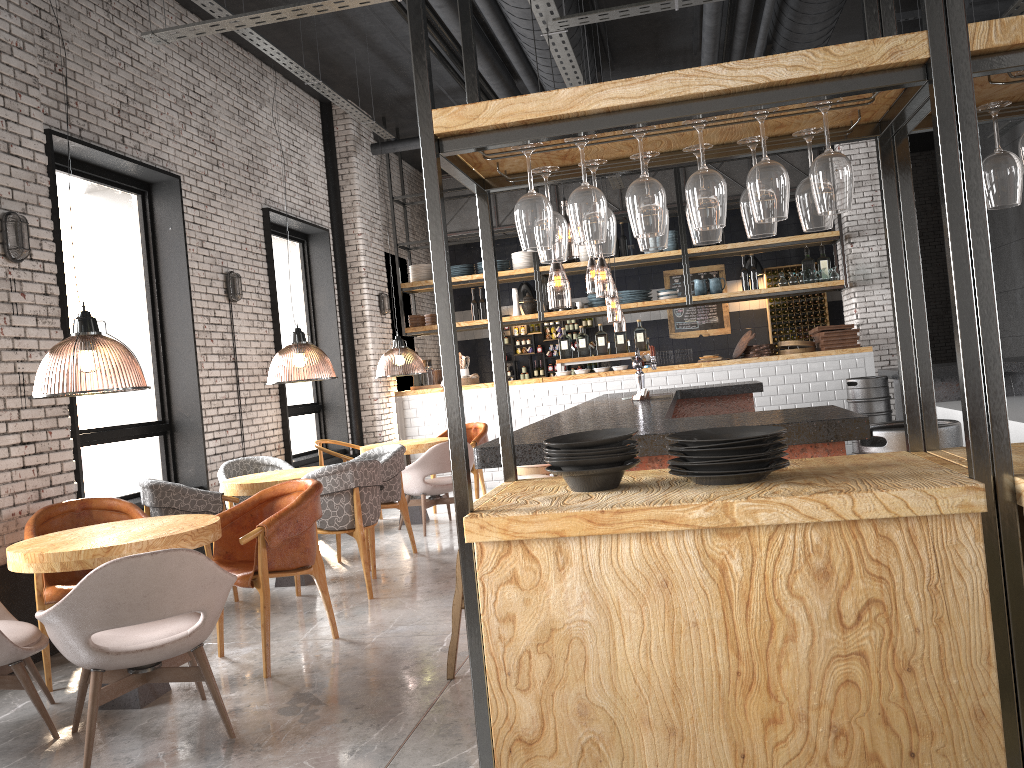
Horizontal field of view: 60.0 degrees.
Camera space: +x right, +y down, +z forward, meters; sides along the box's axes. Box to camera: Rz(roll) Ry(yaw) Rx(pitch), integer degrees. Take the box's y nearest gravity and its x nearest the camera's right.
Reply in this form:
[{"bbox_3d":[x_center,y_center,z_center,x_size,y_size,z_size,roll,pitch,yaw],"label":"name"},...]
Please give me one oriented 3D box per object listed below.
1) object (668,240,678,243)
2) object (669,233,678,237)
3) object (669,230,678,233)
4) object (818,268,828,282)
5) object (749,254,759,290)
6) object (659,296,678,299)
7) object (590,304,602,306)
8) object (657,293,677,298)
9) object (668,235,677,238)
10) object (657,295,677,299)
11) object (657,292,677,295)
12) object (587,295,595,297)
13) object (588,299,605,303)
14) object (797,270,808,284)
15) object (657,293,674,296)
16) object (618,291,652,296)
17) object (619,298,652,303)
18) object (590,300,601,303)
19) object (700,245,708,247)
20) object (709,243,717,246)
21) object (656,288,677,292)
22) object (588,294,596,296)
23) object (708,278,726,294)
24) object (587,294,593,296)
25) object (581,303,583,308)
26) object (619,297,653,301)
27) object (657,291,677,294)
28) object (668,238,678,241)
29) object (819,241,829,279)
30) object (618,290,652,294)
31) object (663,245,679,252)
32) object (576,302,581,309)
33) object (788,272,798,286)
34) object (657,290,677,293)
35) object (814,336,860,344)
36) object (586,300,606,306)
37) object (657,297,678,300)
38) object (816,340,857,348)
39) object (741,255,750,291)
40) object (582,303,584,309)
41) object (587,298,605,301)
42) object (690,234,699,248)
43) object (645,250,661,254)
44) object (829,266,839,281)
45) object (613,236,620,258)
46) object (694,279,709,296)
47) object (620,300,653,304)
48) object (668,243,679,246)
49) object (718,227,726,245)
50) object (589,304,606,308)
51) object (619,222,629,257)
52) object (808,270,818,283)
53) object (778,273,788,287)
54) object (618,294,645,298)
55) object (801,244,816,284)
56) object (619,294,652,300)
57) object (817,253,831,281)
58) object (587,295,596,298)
[{"bbox_3d":[2.035,-1.791,11.428,0.218,0.092,0.218,-6,0,1],"label":"object"},{"bbox_3d":[2.036,-1.888,11.430,0.218,0.096,0.218,-6,0,-5],"label":"object"},{"bbox_3d":[2.029,-1.919,11.433,0.218,0.091,0.218,-5,0,29],"label":"object"},{"bbox_3d":[3.847,-1.342,10.970,0.118,0.181,0.118,-6,0,-5],"label":"object"},{"bbox_3d":[3.068,-1.413,11.267,0.098,0.471,0.098,-6,-1,19],"label":"object"},{"bbox_3d":[2.011,-1.106,11.464,0.263,0.038,0.263,-5,1,27],"label":"object"},{"bbox_3d":[1.168,-1.027,11.633,0.335,0.046,0.334,-6,0,-3],"label":"object"},{"bbox_3d":[2.008,-1.135,11.466,0.265,0.038,0.265,-5,1,34],"label":"object"},{"bbox_3d":[2.030,-1.855,11.433,0.219,0.092,0.218,-6,0,-38],"label":"object"},{"bbox_3d":[2.009,-1.117,11.465,0.263,0.037,0.263,-6,0,-15],"label":"object"},{"bbox_3d":[2.006,-1.160,11.466,0.263,0.028,0.263,-5,1,38],"label":"object"},{"bbox_3d":[1.157,-1.147,11.638,0.334,0.052,0.334,-5,1,28],"label":"object"},{"bbox_3d":[1.162,-1.079,11.636,0.334,0.045,0.335,-5,0,8],"label":"object"},{"bbox_3d":[3.605,-1.318,10.986,0.118,0.181,0.118,-6,0,44],"label":"object"},{"bbox_3d":[2.008,-1.149,11.465,0.263,0.032,0.263,-6,1,-30],"label":"object"},{"bbox_3d":[1.597,-1.172,11.546,0.453,0.048,0.454,-5,1,38],"label":"object"},{"bbox_3d":[1.606,-1.078,11.546,0.454,0.042,0.454,-6,0,-14],"label":"object"},{"bbox_3d":[1.162,-1.066,11.636,0.333,0.052,0.335,-5,1,42],"label":"object"},{"bbox_3d":[2.417,-1.947,11.253,0.098,0.458,0.098,-6,-1,34],"label":"object"},{"bbox_3d":[2.526,-1.958,11.231,0.098,0.458,0.098,-5,-1,-11],"label":"object"},{"bbox_3d":[2.002,-1.199,11.466,0.265,0.037,0.265,-5,0,6],"label":"object"},{"bbox_3d":[1.155,-1.158,11.636,0.335,0.035,0.334,-6,0,-14],"label":"object"},{"bbox_3d":[2.610,-1.248,11.328,0.166,0.230,0.198,-5,0,-18],"label":"object"},{"bbox_3d":[1.153,-1.173,11.636,0.335,0.036,0.335,-6,0,1],"label":"object"},{"bbox_3d":[0.910,-1.020,11.701,0.072,0.097,0.072,-6,0,11],"label":"object"},{"bbox_3d":[1.606,-1.102,11.546,0.453,0.050,0.454,-5,1,32],"label":"object"},{"bbox_3d":[2.005,-1.170,11.466,0.263,0.029,0.263,-6,0,-12],"label":"object"},{"bbox_3d":[2.033,-1.823,11.432,0.219,0.092,0.218,-6,0,-43],"label":"object"},{"bbox_3d":[3.908,-1.533,11.125,0.140,0.550,0.097,-6,-1,15],"label":"object"},{"bbox_3d":[1.598,-1.197,11.547,0.452,0.062,0.454,-5,1,27],"label":"object"},{"bbox_3d":[2.045,-1.727,11.427,0.219,0.085,0.218,-6,0,-20],"label":"object"},{"bbox_3d":[0.864,-1.014,11.471,0.072,0.097,0.072,-6,0,43],"label":"object"},{"bbox_3d":[3.487,-1.307,11.020,0.118,0.181,0.118,-5,0,-29],"label":"object"},{"bbox_3d":[2.004,-1.189,11.466,0.265,0.034,0.265,-5,1,24],"label":"object"},{"bbox_3d":[3.889,-0.524,10.657,0.405,0.044,0.636,-5,0,8],"label":"object"},{"bbox_3d":[1.165,-1.049,11.638,0.373,0.067,0.372,-6,0,-7],"label":"object"},{"bbox_3d":[2.013,-1.094,11.465,0.263,0.026,0.263,-6,1,-43],"label":"object"},{"bbox_3d":[3.893,-0.480,10.657,0.405,0.044,0.636,-5,0,14],"label":"object"},{"bbox_3d":[2.963,-1.403,11.288,0.098,0.471,0.098,-6,-1,0],"label":"object"},{"bbox_3d":[0.933,-1.023,11.816,0.072,0.097,0.072,-6,0,12],"label":"object"},{"bbox_3d":[1.164,-1.101,11.634,0.371,0.071,0.373,-5,0,23],"label":"object"},{"bbox_3d":[2.312,-1.937,11.274,0.098,0.458,0.098,-6,-1,34],"label":"object"},{"bbox_3d":[1.827,-1.691,11.498,0.210,0.065,0.210,-5,0,29],"label":"object"},{"bbox_3d":[3.956,-1.351,10.895,0.118,0.181,0.118,-6,0,35],"label":"object"},{"bbox_3d":[1.343,-1.852,11.545,0.098,0.471,0.098,-6,-1,34],"label":"object"},{"bbox_3d":[2.439,-1.232,11.375,0.198,0.230,0.166,-6,0,18],"label":"object"},{"bbox_3d":[1.609,-1.054,11.546,0.454,0.033,0.454,-6,0,-6],"label":"object"},{"bbox_3d":[2.047,-1.760,11.428,0.218,0.093,0.218,-6,0,-5],"label":"object"},{"bbox_3d":[2.631,-1.968,11.210,0.098,0.458,0.098,-5,-1,-11],"label":"object"},{"bbox_3d":[1.169,-1.013,11.635,0.335,0.033,0.334,-6,1,-20],"label":"object"},{"bbox_3d":[1.448,-1.862,11.524,0.098,0.471,0.098,-6,-1,34],"label":"object"},{"bbox_3d":[3.725,-1.330,10.976,0.118,0.181,0.118,-5,0,-12],"label":"object"},{"bbox_3d":[3.371,-1.296,11.061,0.118,0.181,0.118,-5,0,-25],"label":"object"},{"bbox_3d":[1.601,-1.150,11.545,0.454,0.065,0.452,-6,1,-26],"label":"object"},{"bbox_3d":[3.723,-1.513,11.152,0.156,0.554,0.106,-6,-1,15],"label":"object"},{"bbox_3d":[1.601,-1.126,11.546,0.453,0.062,0.453,-6,1,-34],"label":"object"},{"bbox_3d":[3.917,-1.457,11.129,0.156,0.406,0.106,-6,-1,15],"label":"object"},{"bbox_3d":[1.159,-1.131,11.637,0.334,0.052,0.334,-6,1,-40],"label":"object"}]
